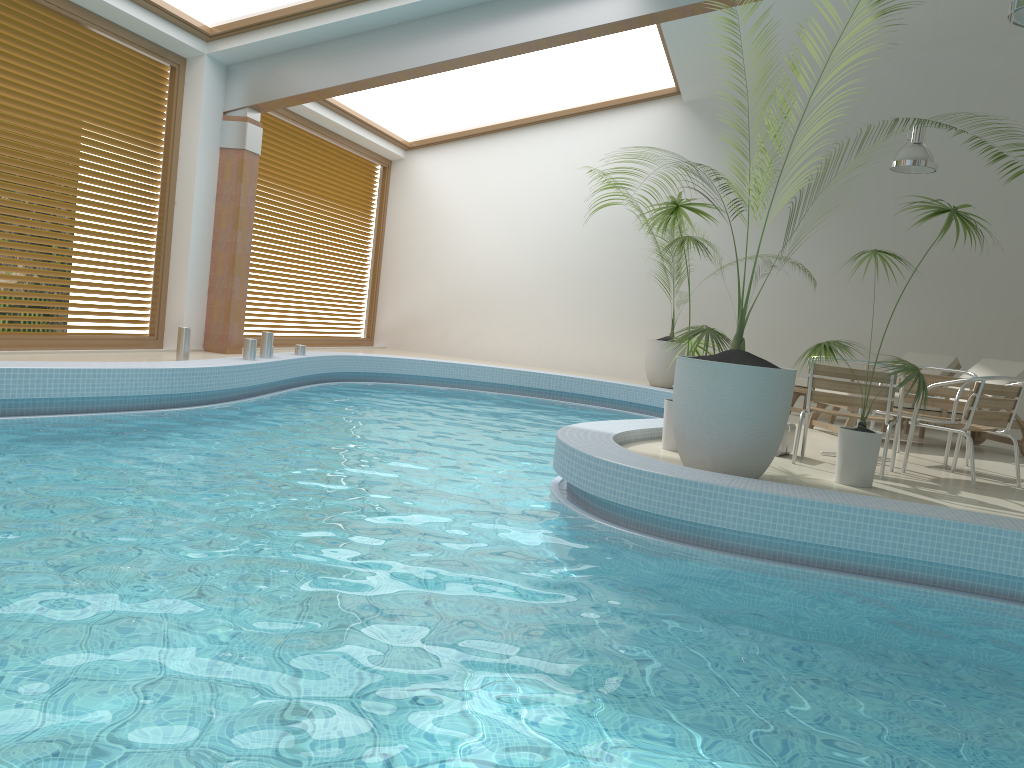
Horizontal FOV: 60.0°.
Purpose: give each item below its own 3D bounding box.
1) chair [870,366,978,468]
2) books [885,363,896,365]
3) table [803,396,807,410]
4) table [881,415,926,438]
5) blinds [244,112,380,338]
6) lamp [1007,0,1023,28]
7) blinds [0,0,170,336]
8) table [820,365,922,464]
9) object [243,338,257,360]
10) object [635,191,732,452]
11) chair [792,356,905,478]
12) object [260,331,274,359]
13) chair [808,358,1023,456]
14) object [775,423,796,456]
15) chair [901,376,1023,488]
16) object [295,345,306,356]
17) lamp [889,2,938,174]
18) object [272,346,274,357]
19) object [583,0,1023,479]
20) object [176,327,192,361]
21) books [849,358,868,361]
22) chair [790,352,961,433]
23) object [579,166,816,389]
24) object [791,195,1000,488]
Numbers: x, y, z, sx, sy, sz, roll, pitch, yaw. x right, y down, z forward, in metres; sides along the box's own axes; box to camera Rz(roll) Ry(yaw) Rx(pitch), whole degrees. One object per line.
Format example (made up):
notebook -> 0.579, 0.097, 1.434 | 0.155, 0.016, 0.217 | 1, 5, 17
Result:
chair -> 3.197, 0.226, 6.881 | 0.563, 0.727, 0.618 | 2, 6, -43
books -> 2.638, -0.157, 6.431 | 0.241, 0.004, 0.166 | 3, 5, -34
table -> 3.372, 0.187, 10.752 | 0.283, 0.255, 0.320 | 5, 5, -23
table -> 3.989, 0.392, 9.027 | 0.283, 0.255, 0.320 | 6, 4, -7
blinds -> -2.928, -2.015, 12.393 | 0.095, 2.921, 4.414 | 8, 5, 15
lamp -> 3.370, -3.184, 5.254 | 0.506, 1.958, 0.505 | 8, 5, 15
blinds -> -4.301, -1.777, 7.395 | 0.095, 2.921, 4.200 | 8, 5, 15
table -> 2.594, 0.194, 6.551 | 0.700, 0.720, 0.700 | 9, 5, 34
object -> -2.443, -0.323, 8.270 | 0.115, 0.194, 0.115 | 3, 5, -35
object -> 1.127, -0.411, 5.900 | 0.791, 1.695, 1.059 | 7, 4, 2
chair -> 2.267, 0.194, 5.958 | 0.618, 0.727, 0.563 | 9, 5, 27
object -> -2.406, -0.383, 8.699 | 0.115, 0.254, 0.115 | 3, 5, -35
chair -> 3.894, 0.127, 8.328 | 1.903, 0.866, 0.861 | 6, 4, -7
object -> 1.917, 0.390, 6.279 | 0.081, 0.223, 0.272 | 10, 5, 35
chair -> 3.084, 0.281, 6.015 | 0.618, 0.727, 0.563 | 4, 5, -33
object -> -2.297, -0.369, 9.625 | 0.115, 0.107, 0.115 | 4, 5, -26
lamp -> 4.683, -3.411, 10.032 | 0.506, 1.958, 0.505 | 8, 5, 15
object -> -2.463, -0.334, 8.938 | 0.115, 0.107, 0.115 | 4, 5, -26
object -> 1.371, -0.964, 5.089 | 2.979, 2.960, 2.729 | 9, 5, 32
object -> -3.014, -0.361, 8.143 | 0.115, 0.320, 0.115 | 4, 5, -26
books -> 2.537, -0.175, 6.458 | 0.241, 0.004, 0.166 | 3, 5, -34
chair -> 4.170, 0.020, 10.091 | 1.903, 0.866, 0.861 | 5, 5, -23
object -> 2.435, -1.397, 12.150 | 2.979, 2.960, 2.729 | 5, 5, -20
object -> 2.207, -0.235, 5.205 | 0.791, 1.695, 1.059 | 3, 6, -39
